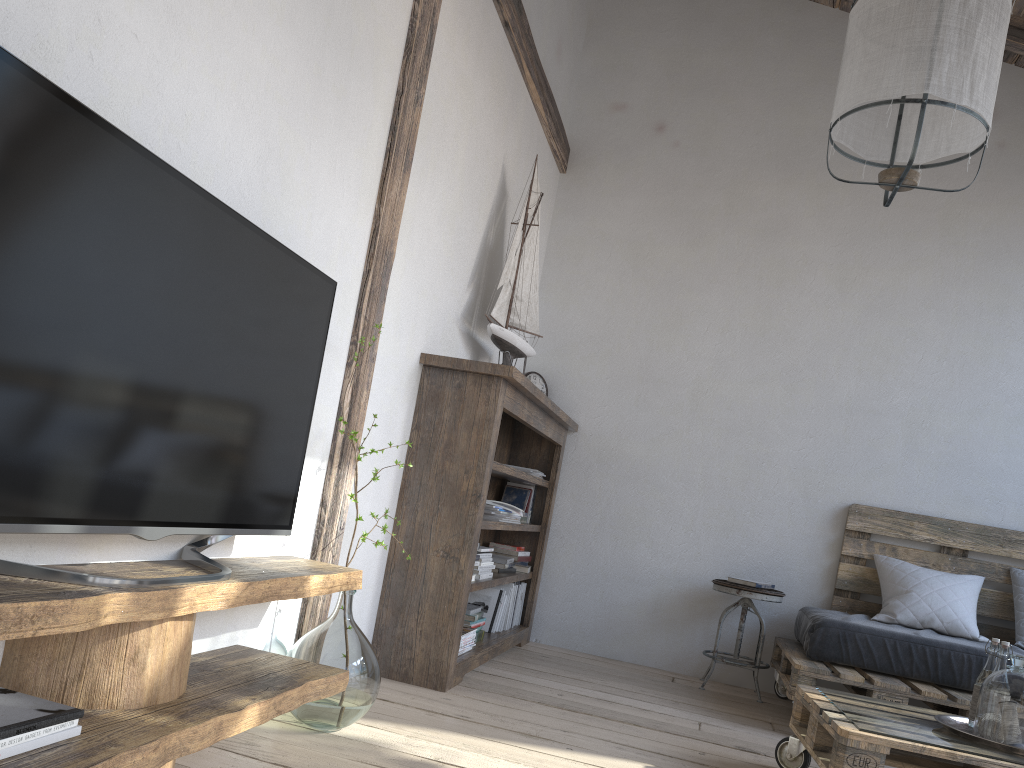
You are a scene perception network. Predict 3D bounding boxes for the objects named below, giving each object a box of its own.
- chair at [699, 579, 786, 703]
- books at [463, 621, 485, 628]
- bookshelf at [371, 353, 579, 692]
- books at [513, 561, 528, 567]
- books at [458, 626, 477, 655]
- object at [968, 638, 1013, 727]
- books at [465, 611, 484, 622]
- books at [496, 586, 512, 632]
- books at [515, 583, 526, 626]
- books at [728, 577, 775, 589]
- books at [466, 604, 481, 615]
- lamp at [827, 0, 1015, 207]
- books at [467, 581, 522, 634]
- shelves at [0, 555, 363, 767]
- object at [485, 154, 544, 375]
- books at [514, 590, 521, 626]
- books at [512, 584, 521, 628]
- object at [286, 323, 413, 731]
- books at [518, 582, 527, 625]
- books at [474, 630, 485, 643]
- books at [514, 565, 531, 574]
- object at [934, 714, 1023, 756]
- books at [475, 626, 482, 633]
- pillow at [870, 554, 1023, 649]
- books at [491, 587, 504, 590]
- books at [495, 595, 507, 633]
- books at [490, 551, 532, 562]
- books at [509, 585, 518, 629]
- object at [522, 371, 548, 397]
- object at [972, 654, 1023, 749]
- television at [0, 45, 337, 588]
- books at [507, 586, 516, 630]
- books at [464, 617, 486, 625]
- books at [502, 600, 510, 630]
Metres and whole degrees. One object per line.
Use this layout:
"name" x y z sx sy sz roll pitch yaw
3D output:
"chair" 1.096 1.223 4.241 0.352 0.518 0.358 10 -3 17
"books" -0.218 1.019 3.770 0.157 0.021 0.227 8 -8 14
"bookshelf" -0.091 0.628 3.893 0.346 1.167 1.644 10 -5 14
"books" -0.021 0.893 4.449 0.204 0.021 0.151 10 -8 2
"books" -0.284 0.988 3.435 0.237 0.087 0.321 9 -7 13
"object" 1.386 0.870 2.536 0.071 0.266 0.155 10 -2 14
"books" -0.224 0.983 3.781 0.174 0.025 0.223 9 -8 8
"books" -0.101 1.064 4.200 0.156 0.211 0.091 10 -2 13
"books" -0.026 1.119 4.527 0.157 0.218 0.021 10 -1 13
"books" 1.147 0.955 4.222 0.149 0.021 0.208 4 -10 42
"books" -0.215 0.963 3.787 0.132 0.021 0.201 9 -8 12
"lamp" 1.146 -1.065 2.410 0.405 1.079 0.404 11 -2 -36
"books" -0.103 1.058 4.280 0.200 0.247 0.416 10 -6 14
"shelves" -0.681 0.576 1.606 0.329 0.447 1.624 10 -7 14
"object" 0.058 -0.453 3.817 0.139 0.987 0.799 10 -3 19
"books" -0.038 1.128 4.484 0.139 0.184 0.018 10 -1 13
"books" -0.051 1.098 4.403 0.156 0.219 0.017 10 -1 13
"object" -0.427 0.413 2.564 0.275 1.115 0.517 10 -2 0
"books" -0.018 1.124 4.554 0.156 0.219 0.036 10 -1 13
"books" -0.228 1.068 3.767 0.172 0.038 0.226 9 -8 13
"books" -0.018 0.920 4.454 0.218 0.030 0.163 10 -7 6
"object" 1.385 0.985 2.439 0.392 0.021 0.401 5 -9 33
"books" -0.222 1.040 3.769 0.157 0.021 0.227 9 -8 9
"pillow" 2.220 0.996 3.979 1.124 0.354 0.355 9 -4 13
"books" -0.144 1.054 4.162 0.156 0.205 0.108 10 -2 13
"books" -0.113 1.075 4.167 0.139 0.174 0.095 10 -2 13
"books" -0.009 0.872 4.459 0.160 0.026 0.206 7 -8 21
"books" -0.066 1.090 4.365 0.157 0.218 0.021 10 -1 13
"object" 0.102 0.039 4.626 0.207 0.208 0.081 14 -4 -41
"object" 1.349 0.853 2.375 0.157 0.246 0.155 11 -3 -18
"television" -0.622 0.000 1.612 0.206 0.701 1.117 10 -6 14
"books" -0.075 1.078 4.294 0.156 0.219 0.017 10 -1 13
"books" -0.226 1.002 3.781 0.172 0.013 0.233 8 -8 16
"books" -0.092 1.085 4.233 0.139 0.182 0.066 10 -2 13
